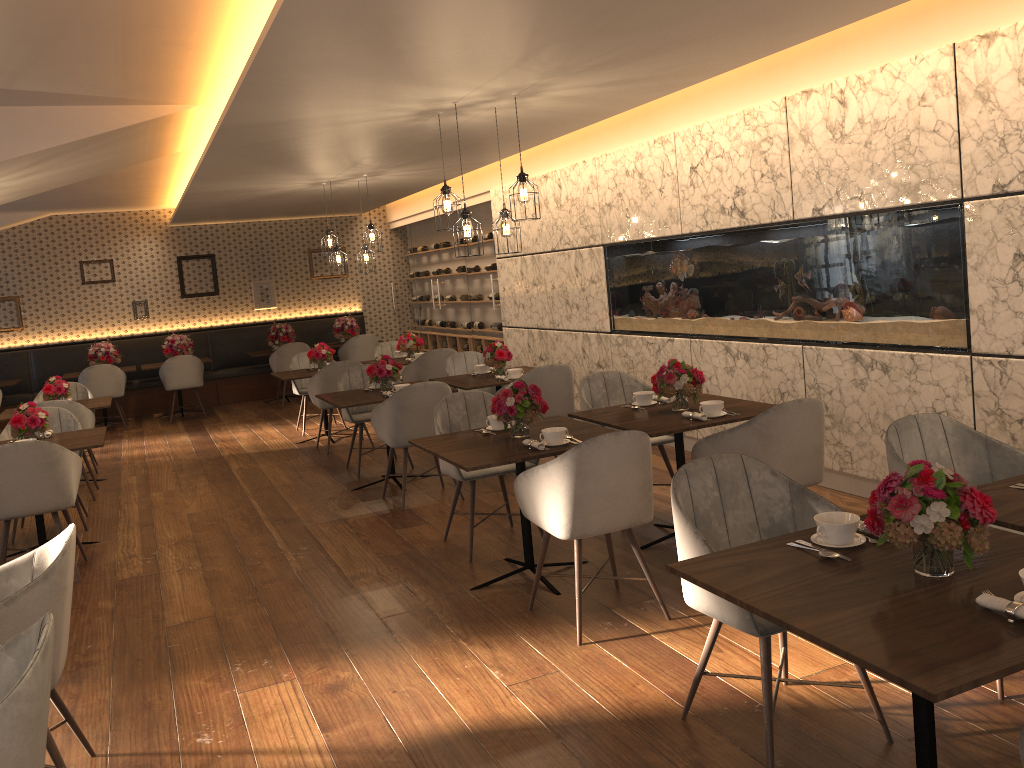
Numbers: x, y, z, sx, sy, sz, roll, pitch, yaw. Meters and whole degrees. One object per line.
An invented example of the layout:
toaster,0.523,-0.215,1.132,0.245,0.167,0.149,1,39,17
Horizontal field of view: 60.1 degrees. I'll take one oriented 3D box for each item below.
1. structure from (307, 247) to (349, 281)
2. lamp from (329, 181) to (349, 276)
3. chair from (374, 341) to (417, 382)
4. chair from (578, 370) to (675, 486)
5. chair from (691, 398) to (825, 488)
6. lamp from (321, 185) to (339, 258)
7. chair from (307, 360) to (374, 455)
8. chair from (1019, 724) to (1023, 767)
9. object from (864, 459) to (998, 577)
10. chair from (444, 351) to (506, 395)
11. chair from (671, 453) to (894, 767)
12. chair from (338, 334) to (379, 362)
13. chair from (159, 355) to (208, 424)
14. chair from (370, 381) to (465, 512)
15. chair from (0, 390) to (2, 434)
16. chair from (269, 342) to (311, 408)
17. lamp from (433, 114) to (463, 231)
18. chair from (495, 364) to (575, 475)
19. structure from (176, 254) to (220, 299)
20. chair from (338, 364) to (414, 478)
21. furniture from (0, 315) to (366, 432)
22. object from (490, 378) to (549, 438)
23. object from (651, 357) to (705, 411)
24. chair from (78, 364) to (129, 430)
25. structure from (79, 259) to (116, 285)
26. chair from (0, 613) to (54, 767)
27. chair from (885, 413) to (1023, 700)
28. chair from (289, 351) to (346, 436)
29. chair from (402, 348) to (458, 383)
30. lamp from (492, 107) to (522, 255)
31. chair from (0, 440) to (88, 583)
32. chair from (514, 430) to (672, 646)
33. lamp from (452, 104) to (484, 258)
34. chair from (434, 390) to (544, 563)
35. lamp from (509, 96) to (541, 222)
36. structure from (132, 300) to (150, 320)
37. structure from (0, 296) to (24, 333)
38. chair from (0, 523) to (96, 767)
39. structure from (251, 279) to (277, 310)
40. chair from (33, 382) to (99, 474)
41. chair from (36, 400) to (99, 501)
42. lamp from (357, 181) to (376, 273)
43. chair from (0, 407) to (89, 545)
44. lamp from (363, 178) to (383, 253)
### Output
structure,-2.883,-1.892,13.896,0.602,0.483,0.032,-8,5,-23
lamp,-1.869,-2.151,9.064,0.175,2.062,0.175,-7,4,-21
chair,-1.286,-0.047,10.158,0.566,0.869,0.527,-7,5,-23
chair,0.721,0.368,5.520,0.566,0.869,0.527,-7,5,-23
chair,1.235,0.479,4.296,0.566,0.869,0.527,-7,5,-23
lamp,-2.017,-2.369,9.351,0.175,2.062,0.175,-7,4,-21
chair,-1.649,0.193,8.558,0.566,0.869,0.527,-7,5,-23
chair,1.342,0.811,1.647,0.566,0.869,0.527,-7,5,-23
object,1.048,0.324,2.227,0.305,0.300,0.235,-3,6,24
chair,-0.302,0.157,7.885,0.566,0.869,0.527,-7,5,-23
chair,0.829,0.700,2.871,0.566,0.869,0.527,-7,5,-23
chair,-2.128,-0.277,12.538,0.566,0.869,0.527,-7,5,-23
chair,-4.298,0.041,11.608,0.566,0.869,0.527,-7,5,-23
chair,-0.665,0.396,6.285,0.566,0.869,0.527,-7,5,-23
chair,-6.467,0.358,10.677,0.566,0.869,0.527,-7,5,-23
chair,-3.004,-0.149,12.163,0.566,0.869,0.527,-7,5,-23
lamp,-0.512,-2.058,5.872,0.175,2.062,0.175,-7,4,-21
chair,0.211,0.268,6.661,0.566,0.869,0.527,-7,5,-23
structure,-4.660,-1.600,13.143,0.545,0.630,0.035,-8,5,-23
chair,-1.178,0.285,7.510,0.566,0.869,0.527,-7,5,-23
furniture,-5.461,-0.078,12.529,7.107,1.077,0.542,-8,6,-23
object,0.034,0.118,4.539,0.305,0.300,0.235,-4,5,10
object,0.913,-0.008,4.885,0.305,0.300,0.235,-5,5,-1
chair,-5.174,0.169,11.232,0.566,0.869,0.527,-7,5,-23
structure,-5.902,-1.596,12.608,0.450,0.343,0.016,-8,5,-23
chair,-1.249,1.009,1.945,0.527,0.869,0.566,-7,5,-23
chair,1.705,0.572,3.247,0.566,0.869,0.527,-7,5,-23
chair,-2.162,0.082,9.783,0.566,0.869,0.527,-7,5,-23
chair,-0.772,0.064,8.934,0.566,0.869,0.527,-7,5,-23
lamp,-0.117,-1.893,5.828,0.175,2.062,0.175,-7,4,-21
chair,-2.820,0.732,5.201,0.566,0.869,0.527,-7,5,-23
chair,0.359,0.608,3.920,0.566,0.869,0.527,-7,5,-23
lamp,-0.364,-1.839,5.584,0.175,2.062,0.175,-7,4,-21
chair,-0.155,0.497,5.144,0.566,0.869,0.527,-7,5,-23
lamp,-0.004,-2.058,5.513,0.175,2.062,0.175,-7,4,-21
structure,-5.385,-1.073,12.846,0.216,0.276,0.018,-7,5,-23
structure,-7.052,-0.940,12.118,0.602,0.483,0.032,-8,5,-23
chair,-1.622,0.932,2.807,0.527,0.869,0.566,-7,5,-23
structure,-3.784,-1.364,13.522,0.341,0.438,0.035,-7,5,-23
chair,-4.299,0.436,8.539,0.566,0.869,0.527,-7,5,-23
chair,-3.743,0.541,7.333,0.566,0.869,0.527,-7,5,-23
lamp,-1.623,-2.205,9.307,0.175,2.062,0.175,-7,4,-21
chair,-3.376,0.627,6.407,0.566,0.869,0.527,-7,5,-23
lamp,-1.510,-2.369,8.992,0.175,2.062,0.175,-7,4,-21
